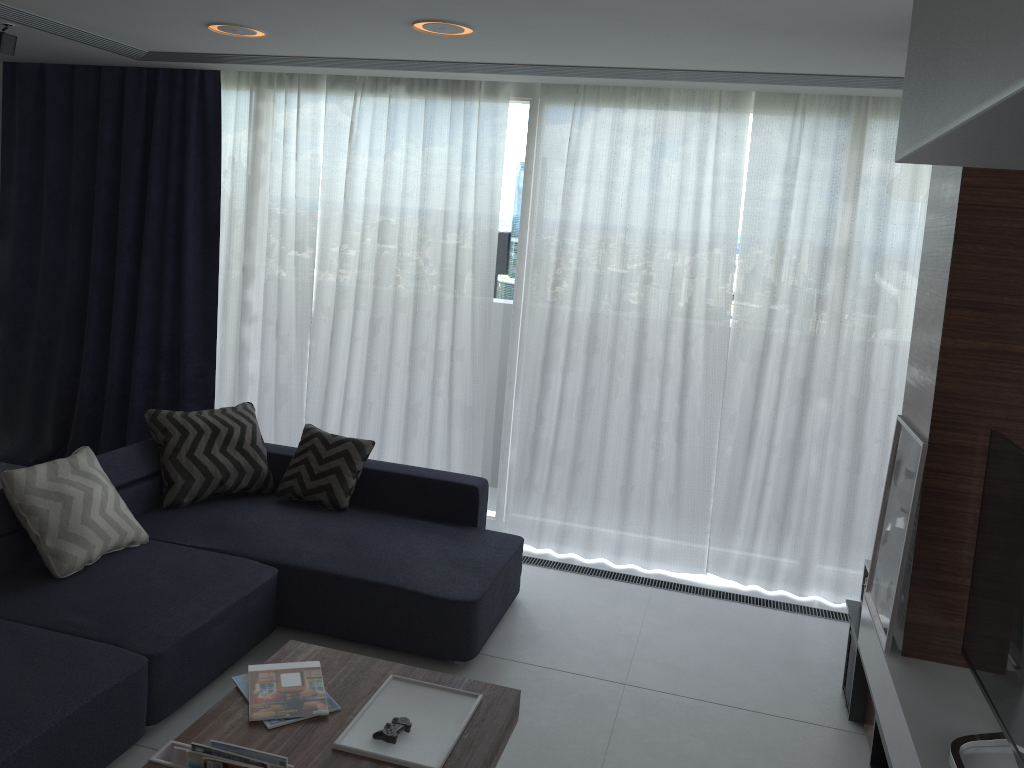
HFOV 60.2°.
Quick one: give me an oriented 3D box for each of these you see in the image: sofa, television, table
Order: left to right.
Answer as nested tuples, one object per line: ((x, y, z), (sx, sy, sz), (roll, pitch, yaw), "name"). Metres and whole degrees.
((-1.161, 0.798, 3.314), (1.903, 0.602, 2.898), (7, 10, 14), "sofa")
((-0.476, 1.127, 2.492), (0.807, 0.349, 0.807), (7, 9, 14), "table")
((1.277, 0.618, 2.092), (0.298, 0.778, 1.241), (6, 9, 14), "television")

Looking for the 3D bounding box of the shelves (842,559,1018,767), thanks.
((1.540, 1.210, 2.540), (0.875, 0.494, 2.370), (7, 10, 14), "shelves")

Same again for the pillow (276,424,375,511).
((-0.946, 0.421, 4.469), (0.416, 0.342, 0.288), (8, 8, 19), "pillow")

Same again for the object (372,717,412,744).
((-0.330, 0.957, 2.460), (0.071, 0.036, 0.113), (9, 10, 27), "object")

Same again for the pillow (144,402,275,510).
((-1.516, 0.387, 4.456), (0.599, 0.513, 0.358), (-3, 10, -45), "pillow")

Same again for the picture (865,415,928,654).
((1.323, 0.494, 3.064), (0.053, 0.694, 0.504), (6, 7, 14), "picture")

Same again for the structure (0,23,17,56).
((-2.480, -1.674, 4.294), (0.115, 0.141, 0.085), (7, 7, 19), "structure")

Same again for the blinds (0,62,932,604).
((-0.731, -0.082, 2.329), (7.157, 2.747, 5.844), (8, 10, 18), "blinds")

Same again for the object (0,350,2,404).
((-3.069, -0.258, 4.878), (0.502, 1.829, 0.488), (3, 6, -17), "object")

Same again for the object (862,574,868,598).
((1.604, 0.891, 3.509), (0.369, 0.149, 0.373), (7, 10, 14), "object")

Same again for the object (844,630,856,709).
((1.459, 1.149, 3.467), (0.255, 0.249, 0.215), (7, 7, 14), "object")

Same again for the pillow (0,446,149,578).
((-1.754, 0.506, 3.558), (0.343, 0.384, 0.499), (7, 8, 14), "pillow")
